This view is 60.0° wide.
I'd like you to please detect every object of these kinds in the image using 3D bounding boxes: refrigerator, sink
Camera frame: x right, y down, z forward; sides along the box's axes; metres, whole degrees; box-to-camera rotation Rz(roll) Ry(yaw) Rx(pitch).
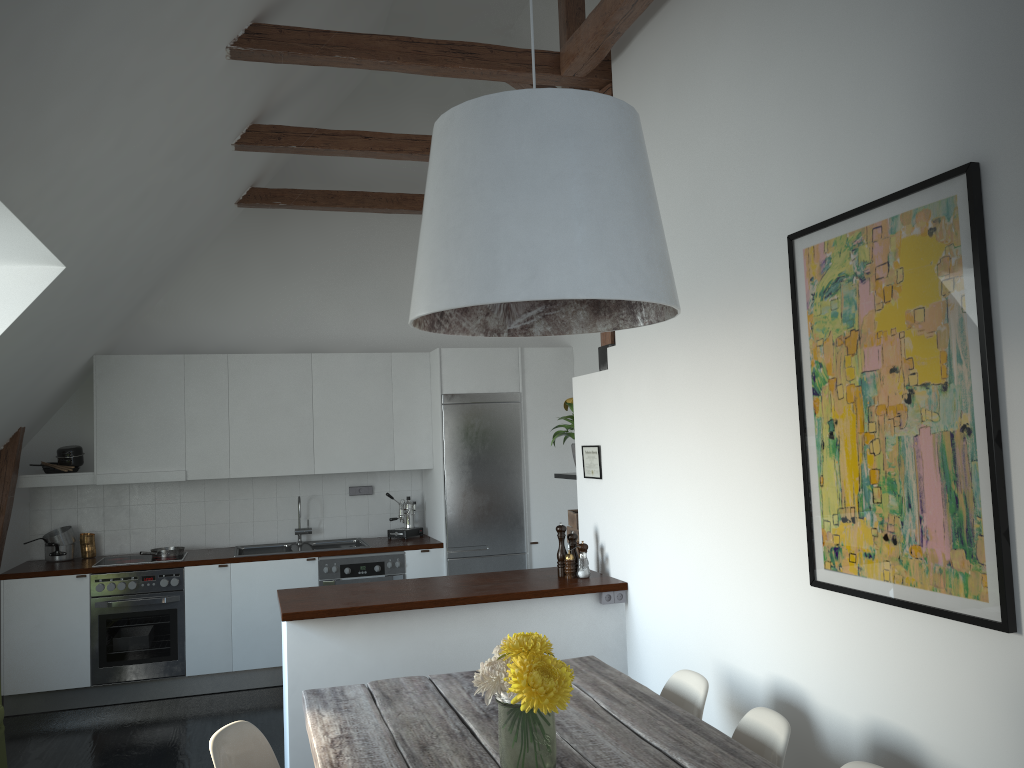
[{"bbox_3d":[-0.196,1.001,6.634,0.609,1.868,0.031,-1,-4,-17],"label":"refrigerator"},{"bbox_3d":[-1.577,1.110,6.641,0.963,0.519,0.671,-1,-4,-17],"label":"sink"}]

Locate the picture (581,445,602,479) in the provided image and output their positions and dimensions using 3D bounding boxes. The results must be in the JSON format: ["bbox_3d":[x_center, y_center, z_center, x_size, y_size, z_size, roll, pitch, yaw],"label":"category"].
[{"bbox_3d":[0.439,0.428,4.861,0.023,0.182,0.250,-1,-4,-17],"label":"picture"}]

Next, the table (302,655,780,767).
[{"bbox_3d":[0.139,1.388,2.192,1.141,0.788,2.421,-1,-4,-17],"label":"table"}]

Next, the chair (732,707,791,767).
[{"bbox_3d":[0.549,1.391,2.582,0.542,0.801,0.465,-2,-4,-11],"label":"chair"}]

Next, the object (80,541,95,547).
[{"bbox_3d":[-3.089,1.165,6.454,0.099,0.057,0.101,-2,-4,-5],"label":"object"}]

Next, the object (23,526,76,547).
[{"bbox_3d":[-3.305,1.109,6.317,0.371,0.169,0.203,1,-5,-44],"label":"object"}]

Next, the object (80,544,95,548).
[{"bbox_3d":[-3.087,1.187,6.454,0.099,0.043,0.100,0,-4,-29],"label":"object"}]

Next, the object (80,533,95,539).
[{"bbox_3d":[-3.090,1.109,6.453,0.100,0.047,0.099,-1,-4,-21],"label":"object"}]

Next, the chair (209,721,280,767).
[{"bbox_3d":[-0.610,1.440,2.648,0.542,0.801,0.465,-3,-4,9],"label":"chair"}]

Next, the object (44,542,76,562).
[{"bbox_3d":[-3.201,1.183,6.311,0.200,0.154,0.348,1,-5,-37],"label":"object"}]

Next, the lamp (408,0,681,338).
[{"bbox_3d":[0.045,-1.564,2.409,0.697,2.813,0.757,-5,-4,33],"label":"lamp"}]

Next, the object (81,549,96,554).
[{"bbox_3d":[-3.081,1.224,6.450,0.100,0.048,0.099,-2,-4,2],"label":"object"}]

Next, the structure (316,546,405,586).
[{"bbox_3d":[-1.132,1.604,6.583,0.612,0.725,0.582,-1,-4,-17],"label":"structure"}]

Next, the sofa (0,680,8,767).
[{"bbox_3d":[-2.718,1.564,3.456,0.898,0.825,2.093,-1,-4,-18],"label":"sofa"}]

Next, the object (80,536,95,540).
[{"bbox_3d":[-3.090,1.130,6.452,0.100,0.036,0.100,-3,-4,12],"label":"object"}]

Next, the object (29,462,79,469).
[{"bbox_3d":[-3.289,0.597,6.336,0.244,0.075,0.357,-6,-5,44],"label":"object"}]

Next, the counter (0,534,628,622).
[{"bbox_3d":[-1.468,1.157,5.436,3.365,0.038,3.085,-1,-4,-17],"label":"counter"}]

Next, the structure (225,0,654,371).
[{"bbox_3d":[3.201,-2.247,0.017,10.230,3.562,15.910,-1,-4,-11],"label":"structure"}]

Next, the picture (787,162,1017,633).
[{"bbox_3d":[1.091,0.053,2.604,0.036,1.181,0.808,-1,-4,-17],"label":"picture"}]

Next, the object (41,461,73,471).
[{"bbox_3d":[-3.224,0.581,6.271,0.331,0.077,0.061,-5,-4,32],"label":"object"}]

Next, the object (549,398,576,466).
[{"bbox_3d":[0.474,0.300,5.456,0.493,0.486,0.506,-2,-4,3],"label":"object"}]

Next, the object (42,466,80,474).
[{"bbox_3d":[-3.209,0.608,6.319,0.243,0.056,0.350,0,-4,-28],"label":"object"}]

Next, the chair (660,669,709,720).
[{"bbox_3d":[0.415,1.426,3.035,0.542,0.801,0.465,-1,-4,-16],"label":"chair"}]

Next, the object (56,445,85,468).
[{"bbox_3d":[-3.187,0.526,6.397,0.200,0.166,0.190,-5,-5,36],"label":"object"}]

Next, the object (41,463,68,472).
[{"bbox_3d":[-3.233,0.588,6.258,0.332,0.065,0.065,-5,-5,40],"label":"object"}]

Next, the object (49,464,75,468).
[{"bbox_3d":[-3.210,0.587,6.322,0.335,0.031,0.065,-4,-4,31],"label":"object"}]

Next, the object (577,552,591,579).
[{"bbox_3d":[0.373,0.948,4.645,0.069,0.135,0.069,1,-5,-42],"label":"object"}]

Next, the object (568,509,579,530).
[{"bbox_3d":[0.527,0.812,5.381,0.329,0.101,0.287,-2,-4,-7],"label":"object"}]

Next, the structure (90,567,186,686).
[{"bbox_3d":[-2.589,1.643,6.238,0.583,0.725,0.749,-1,-4,-17],"label":"structure"}]

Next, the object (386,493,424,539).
[{"bbox_3d":[-0.874,1.031,7.002,0.206,0.370,0.353,-4,-4,30],"label":"object"}]

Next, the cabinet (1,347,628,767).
[{"bbox_3d":[-1.073,0.872,5.601,4.208,2.369,3.033,-1,-4,-17],"label":"cabinet"}]

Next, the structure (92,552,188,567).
[{"bbox_3d":[-2.604,1.251,6.249,0.574,0.041,0.504,-1,-4,-17],"label":"structure"}]

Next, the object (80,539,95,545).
[{"bbox_3d":[-3.090,1.147,6.451,0.100,0.036,0.100,-5,-5,40],"label":"object"}]

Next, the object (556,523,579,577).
[{"bbox_3d":[0.298,0.884,4.759,0.123,0.283,0.061,-1,-4,-17],"label":"object"}]

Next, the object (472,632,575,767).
[{"bbox_3d":[0.039,0.821,2.258,0.293,0.365,0.233,-6,-5,44],"label":"object"}]

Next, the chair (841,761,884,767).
[{"bbox_3d":[0.689,1.352,2.066,0.542,0.801,0.465,-1,-4,-21],"label":"chair"}]

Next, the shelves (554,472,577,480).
[{"bbox_3d":[0.645,0.809,5.371,0.660,0.553,0.408,-1,-4,-17],"label":"shelves"}]

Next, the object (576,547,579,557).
[{"bbox_3d":[0.535,1.011,5.357,0.329,0.101,0.287,-2,-4,-7],"label":"object"}]

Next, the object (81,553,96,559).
[{"bbox_3d":[-3.078,1.246,6.450,0.100,0.036,0.100,-1,-4,-20],"label":"object"}]

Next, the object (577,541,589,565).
[{"bbox_3d":[0.380,0.928,4.721,0.058,0.184,0.058,-1,-4,-20],"label":"object"}]

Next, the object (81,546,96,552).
[{"bbox_3d":[-3.084,1.207,6.451,0.099,0.051,0.099,0,-4,-31],"label":"object"}]

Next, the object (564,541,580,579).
[{"bbox_3d":[0.312,0.924,4.673,0.080,0.192,0.058,0,-4,-33],"label":"object"}]

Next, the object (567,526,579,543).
[{"bbox_3d":[0.531,0.912,5.364,0.287,0.101,0.329,-1,-4,-22],"label":"object"}]

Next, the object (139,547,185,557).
[{"bbox_3d":[-2.529,1.205,6.361,0.351,0.061,0.232,1,-5,-43],"label":"object"}]
